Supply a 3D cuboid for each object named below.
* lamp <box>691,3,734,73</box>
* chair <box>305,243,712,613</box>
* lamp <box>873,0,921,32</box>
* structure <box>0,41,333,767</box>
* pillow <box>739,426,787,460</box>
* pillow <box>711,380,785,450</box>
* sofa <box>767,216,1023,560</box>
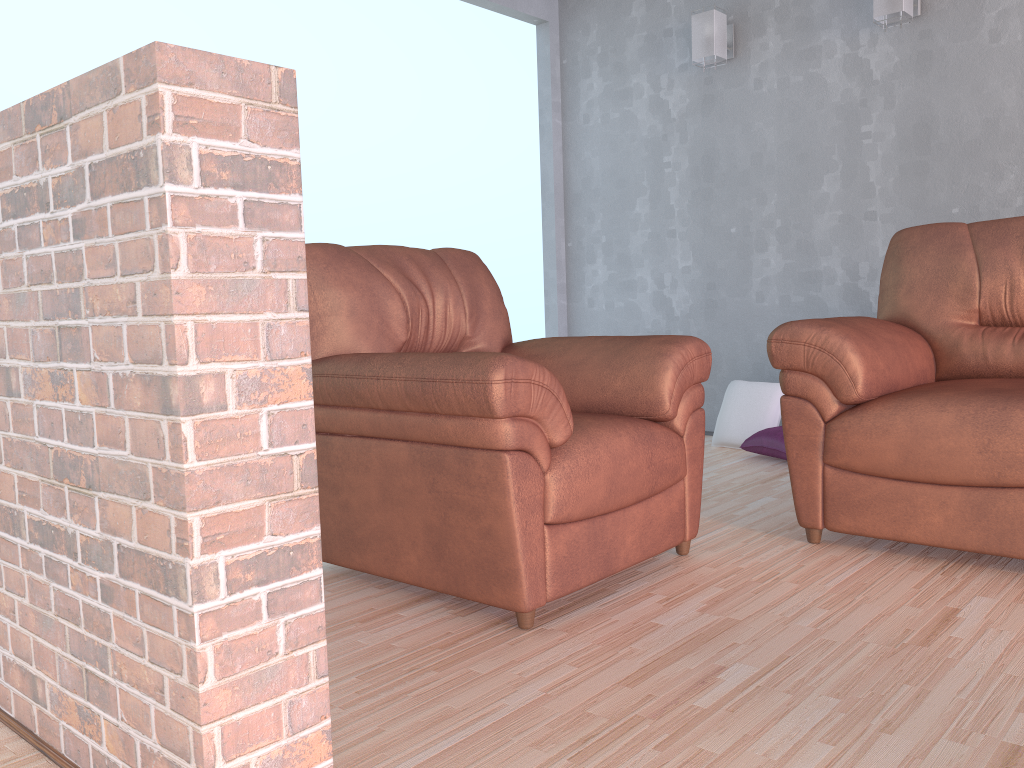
[{"bbox_3d":[0.993,-1.720,4.419,0.165,0.319,0.168,3,7,41],"label":"lamp"},{"bbox_3d":[-0.065,0.026,2.490,0.936,0.879,0.970,2,7,40],"label":"chair"},{"bbox_3d":[1.659,-1.690,3.839,0.165,0.319,0.177,3,7,41],"label":"lamp"},{"bbox_3d":[-0.872,0.083,1.644,1.422,1.057,0.211,3,7,41],"label":"structure"},{"bbox_3d":[1.277,0.259,3.996,0.365,0.130,0.392,-5,6,-28],"label":"pillow"},{"bbox_3d":[1.151,0.154,4.299,0.241,0.326,0.327,-7,7,-44],"label":"pillow"},{"bbox_3d":[1.876,-0.041,2.251,2.202,0.923,0.981,3,7,41],"label":"sofa"}]
